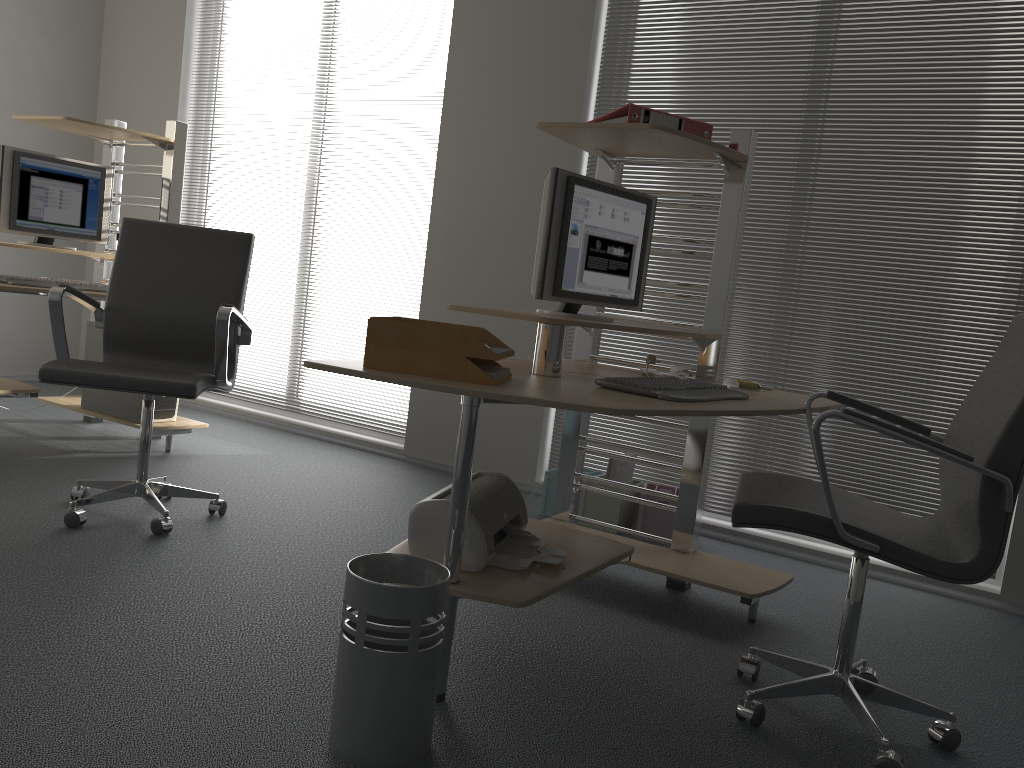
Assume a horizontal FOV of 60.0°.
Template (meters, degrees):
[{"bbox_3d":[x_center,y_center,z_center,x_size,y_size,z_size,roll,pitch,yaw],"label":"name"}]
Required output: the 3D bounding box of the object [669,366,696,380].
[{"bbox_3d":[0.558,-0.038,2.904,0.022,0.042,0.134,5,6,-18],"label":"object"}]

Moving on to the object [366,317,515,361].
[{"bbox_3d":[-0.160,-0.110,2.098,0.309,0.060,0.225,8,6,9],"label":"object"}]

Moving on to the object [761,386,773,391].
[{"bbox_3d":[0.772,0.005,2.897,0.158,0.011,0.011,10,6,27],"label":"object"}]

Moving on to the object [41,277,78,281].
[{"bbox_3d":[-1.997,-0.459,4.236,0.742,0.088,0.168,11,7,32],"label":"object"}]

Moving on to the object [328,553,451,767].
[{"bbox_3d":[-0.248,0.556,1.794,0.208,0.377,0.208,5,6,-17],"label":"object"}]

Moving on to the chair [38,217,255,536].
[{"bbox_3d":[-1.267,-0.053,3.125,0.584,1.048,0.652,7,6,-5],"label":"chair"}]

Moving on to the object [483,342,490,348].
[{"bbox_3d":[-0.060,-0.088,2.083,0.008,0.009,0.159,6,6,-7],"label":"object"}]

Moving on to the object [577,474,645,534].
[{"bbox_3d":[0.431,0.520,3.850,0.185,0.202,0.245,10,7,30],"label":"object"}]

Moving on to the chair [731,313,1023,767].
[{"bbox_3d":[0.871,0.313,2.130,0.652,1.048,0.584,9,6,16],"label":"chair"}]

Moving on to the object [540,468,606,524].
[{"bbox_3d":[0.272,0.491,3.941,0.185,0.202,0.245,10,7,30],"label":"object"}]

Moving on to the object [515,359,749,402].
[{"bbox_3d":[0.217,-0.008,2.527,0.814,0.082,0.478,11,7,37],"label":"object"}]

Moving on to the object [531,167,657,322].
[{"bbox_3d":[0.231,-0.416,2.777,0.516,0.418,0.245,2,7,-38],"label":"object"}]

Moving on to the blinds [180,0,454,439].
[{"bbox_3d":[-1.218,-1.212,5.109,1.950,2.749,0.037,10,7,29],"label":"blinds"}]

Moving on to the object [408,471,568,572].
[{"bbox_3d":[-0.029,0.350,2.266,0.351,0.162,0.438,8,6,14],"label":"object"}]

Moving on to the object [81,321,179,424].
[{"bbox_3d":[-1.817,-0.060,4.254,0.471,0.422,0.199,10,7,29],"label":"object"}]

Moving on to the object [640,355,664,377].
[{"bbox_3d":[0.458,-0.059,2.876,0.054,0.064,0.159,7,6,-3],"label":"object"}]

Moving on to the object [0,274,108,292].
[{"bbox_3d":[-2.143,-0.443,3.927,0.814,0.082,0.478,11,7,37],"label":"object"}]

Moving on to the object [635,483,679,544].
[{"bbox_3d":[0.637,0.555,3.763,0.185,0.202,0.245,8,6,12],"label":"object"}]

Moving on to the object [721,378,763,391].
[{"bbox_3d":[0.734,0.000,2.823,0.132,0.026,0.132,10,7,30],"label":"object"}]

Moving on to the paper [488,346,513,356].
[{"bbox_3d":[-0.161,-0.094,2.100,0.297,0.010,0.210,8,6,9],"label":"paper"}]

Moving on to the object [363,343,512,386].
[{"bbox_3d":[-0.167,-0.055,2.104,0.309,0.060,0.225,8,6,9],"label":"object"}]

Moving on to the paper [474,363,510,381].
[{"bbox_3d":[-0.167,-0.042,2.105,0.297,0.019,0.210,8,6,9],"label":"paper"}]

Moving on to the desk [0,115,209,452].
[{"bbox_3d":[-2.094,-0.485,3.793,0.967,1.566,1.469,10,7,29],"label":"desk"}]

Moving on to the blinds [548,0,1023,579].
[{"bbox_3d":[1.182,-0.775,3.732,1.950,2.770,0.022,10,7,29],"label":"blinds"}]

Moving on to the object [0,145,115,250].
[{"bbox_3d":[-2.144,-0.848,4.139,0.516,0.418,0.245,1,8,-45],"label":"object"}]

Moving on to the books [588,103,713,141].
[{"bbox_3d":[0.431,-0.814,2.840,0.320,0.072,0.262,4,7,-28],"label":"books"}]

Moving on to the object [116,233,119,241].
[{"bbox_3d":[-1.831,-0.682,4.290,0.154,0.135,0.093,5,6,-23],"label":"object"}]

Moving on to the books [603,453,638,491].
[{"bbox_3d":[0.452,0.453,3.835,0.068,0.306,0.220,10,7,30],"label":"books"}]

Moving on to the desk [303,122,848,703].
[{"bbox_3d":[0.299,-0.049,2.418,0.967,1.566,1.469,10,7,29],"label":"desk"}]
